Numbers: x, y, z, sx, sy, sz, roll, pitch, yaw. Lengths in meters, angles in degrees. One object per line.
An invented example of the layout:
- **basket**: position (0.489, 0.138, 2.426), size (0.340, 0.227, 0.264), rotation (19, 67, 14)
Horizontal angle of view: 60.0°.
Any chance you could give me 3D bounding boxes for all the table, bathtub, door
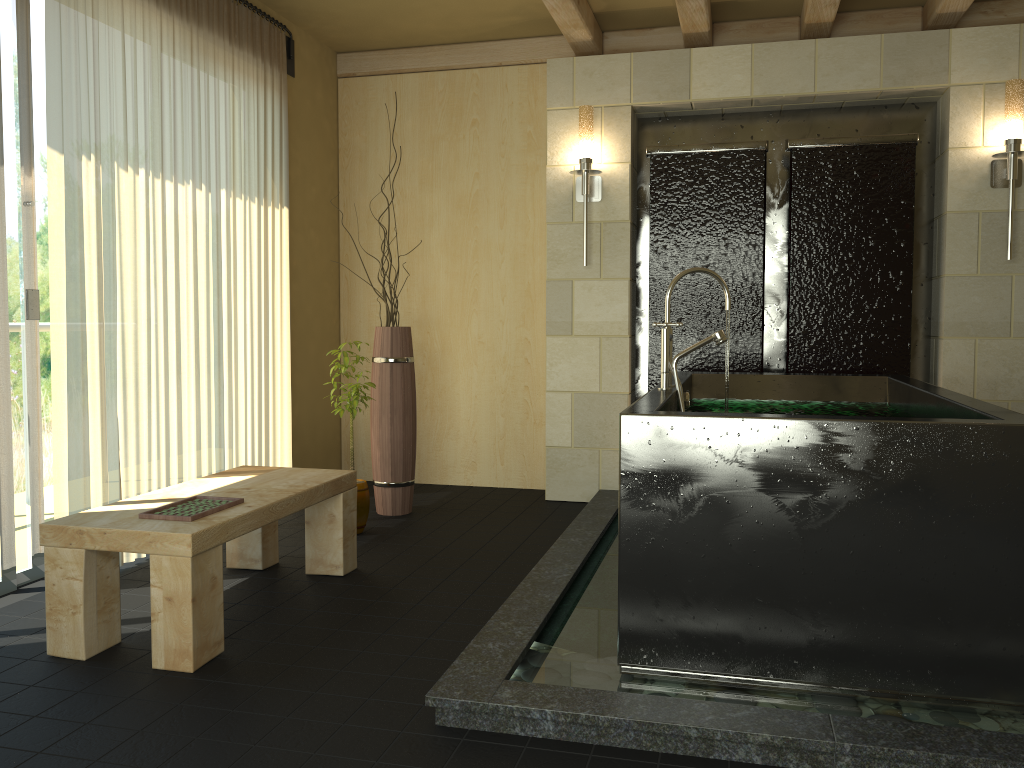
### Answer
- **table**: position (-1.014, 0.581, 3.119), size (0.513, 0.400, 1.125), rotation (1, 4, 14)
- **bathtub**: position (1.076, 0.140, 3.329), size (1.068, 1.161, 2.134), rotation (1, 4, 14)
- **door**: position (-1.956, -0.355, 2.925), size (0.063, 2.331, 1.038), rotation (1, 3, 13)

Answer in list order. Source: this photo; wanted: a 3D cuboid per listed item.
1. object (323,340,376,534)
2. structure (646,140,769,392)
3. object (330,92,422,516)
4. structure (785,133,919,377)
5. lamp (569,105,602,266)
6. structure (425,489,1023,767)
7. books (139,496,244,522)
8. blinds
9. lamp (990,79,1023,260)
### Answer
- **object**: position (-0.770, 0.240, 4.201), size (0.242, 0.929, 0.266), rotation (-2, 4, -37)
- **structure**: position (1.026, -0.251, 4.750), size (0.641, 2.066, 0.094), rotation (1, 3, 14)
- **object**: position (-0.707, -0.408, 4.624), size (0.468, 2.178, 0.463), rotation (-1, 4, -25)
- **structure**: position (1.727, -0.237, 4.569), size (0.641, 2.066, 0.094), rotation (1, 3, 14)
- **lamp**: position (0.393, -1.047, 4.713), size (0.176, 0.836, 0.188), rotation (1, 3, 14)
- **structure**: position (1.216, 0.855, 3.785), size (1.972, 0.635, 3.803), rotation (1, 4, 14)
- **books**: position (-1.014, 0.394, 2.822), size (0.181, 0.014, 0.294), rotation (1, 4, 14)
- **blinds**: position (-1.432, -0.595, 4.071), size (0.064, 2.578, 1.945), rotation (1, 4, 13)
- **lamp**: position (2.369, -1.009, 4.203), size (0.176, 0.836, 0.188), rotation (1, 3, 14)
